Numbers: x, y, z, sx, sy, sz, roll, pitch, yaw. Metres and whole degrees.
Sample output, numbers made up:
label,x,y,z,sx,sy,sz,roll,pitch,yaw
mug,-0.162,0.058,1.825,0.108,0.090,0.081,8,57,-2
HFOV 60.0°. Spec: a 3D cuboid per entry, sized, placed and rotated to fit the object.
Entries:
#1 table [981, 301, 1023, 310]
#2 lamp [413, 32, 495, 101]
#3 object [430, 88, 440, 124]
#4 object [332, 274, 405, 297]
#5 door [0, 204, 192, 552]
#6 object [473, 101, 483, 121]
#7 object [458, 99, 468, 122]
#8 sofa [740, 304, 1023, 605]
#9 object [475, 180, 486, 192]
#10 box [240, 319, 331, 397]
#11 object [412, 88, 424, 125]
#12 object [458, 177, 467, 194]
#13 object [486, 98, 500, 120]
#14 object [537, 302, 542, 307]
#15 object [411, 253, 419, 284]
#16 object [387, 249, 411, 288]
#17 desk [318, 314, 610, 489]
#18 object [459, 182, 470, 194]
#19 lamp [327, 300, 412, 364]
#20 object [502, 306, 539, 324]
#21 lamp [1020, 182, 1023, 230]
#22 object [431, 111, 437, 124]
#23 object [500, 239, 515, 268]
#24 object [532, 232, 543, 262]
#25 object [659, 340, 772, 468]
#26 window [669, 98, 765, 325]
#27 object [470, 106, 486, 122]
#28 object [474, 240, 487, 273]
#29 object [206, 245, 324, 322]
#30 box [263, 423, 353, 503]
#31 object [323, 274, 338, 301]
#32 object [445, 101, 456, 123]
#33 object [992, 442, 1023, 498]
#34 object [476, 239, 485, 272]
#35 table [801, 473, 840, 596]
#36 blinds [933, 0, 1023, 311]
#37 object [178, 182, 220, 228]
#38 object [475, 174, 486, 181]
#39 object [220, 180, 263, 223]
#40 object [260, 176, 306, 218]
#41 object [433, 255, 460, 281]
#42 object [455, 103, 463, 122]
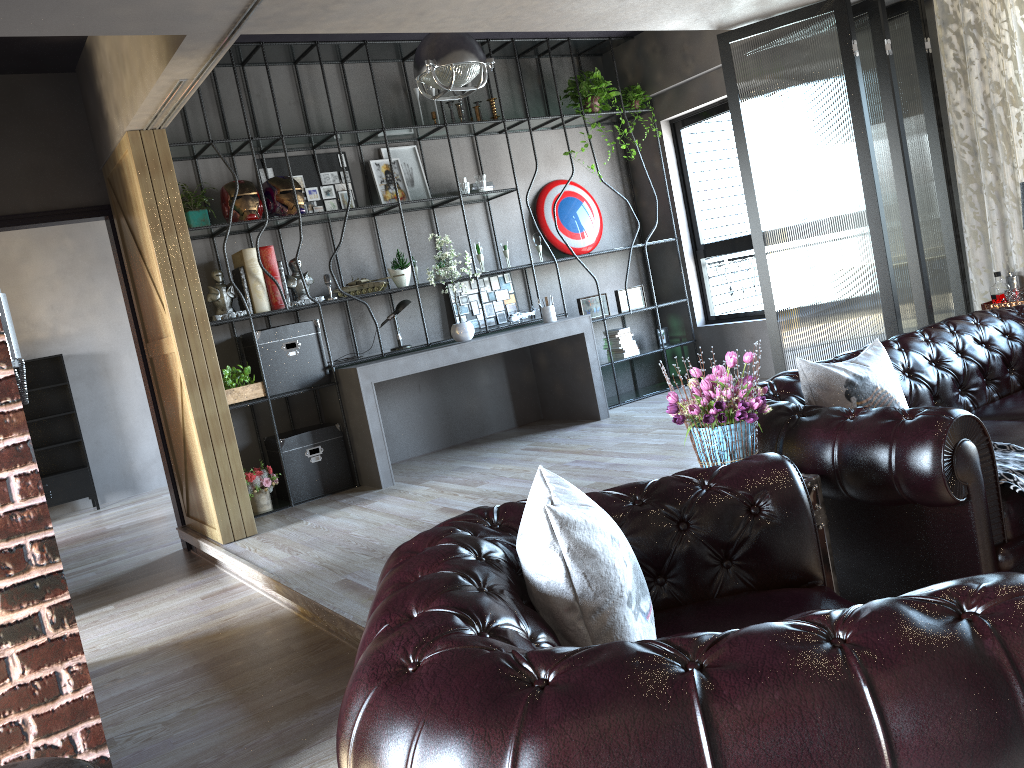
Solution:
label,x,y,z,sx,sy,sz,roll,pitch,yaw
table,3.400,-0.195,5.448,0.439,0.731,0.803,-15,7,-36
lamp,-0.508,-2.434,5.723,0.515,1.147,0.535,-8,6,35
object,-0.634,-2.297,7.413,0.128,0.390,0.128,-10,5,17
object,-1.120,-0.790,6.929,0.577,0.170,0.207,-11,5,3
door,-3.311,0.102,6.544,1.152,2.541,1.128,-15,6,-32
object,-0.274,-2.305,7.574,0.084,0.232,0.084,-7,7,39
object,-0.411,-2.259,7.341,0.100,0.243,0.100,-13,6,-23
sofa,2.015,0.200,3.796,2.570,0.837,1.239,-15,7,-33
object,-0.250,-1.629,7.338,0.092,0.099,0.093,-10,6,15
box,-1.673,-0.194,6.554,0.489,0.480,0.373,-15,6,-32
object,-0.764,-2.271,7.413,0.128,0.390,0.128,-9,6,26
object,-0.405,-1.629,7.363,0.087,0.155,0.087,-13,6,-19
object,-0.154,-2.325,7.535,0.130,0.232,0.130,-8,6,35
object,0.275,-0.609,7.373,0.137,0.190,0.009,-14,6,-29
object,-0.799,-0.945,7.293,0.113,0.273,0.113,-9,6,24
object,-0.882,-0.916,7.015,0.193,0.304,0.137,-11,5,2
desk,-0.362,0.093,7.188,2.133,0.884,0.844,-15,6,-32
object,-0.384,-1.594,7.252,0.092,0.099,0.093,-11,5,5
lamp,-1.118,-0.416,6.947,0.740,0.370,0.205,-12,5,-8
object,0.061,-0.596,7.697,0.379,0.111,0.352,-11,6,1
lamp,3.021,-0.727,4.875,0.334,0.831,0.333,-14,6,-29
object,-0.626,-2.142,7.196,0.135,0.129,0.135,-8,6,31
object,-0.049,-1.105,7.526,0.113,0.246,0.113,-13,5,-13
object,0.237,-1.210,7.863,0.113,0.270,0.113,-16,7,-43
object,0.693,0.117,2.954,0.349,0.483,0.352,-11,5,-1
window,2.144,-1.546,7.734,0.108,1.958,1.694,-14,6,-32
object,-0.285,-2.247,7.432,0.189,0.152,0.190,-12,6,-9
object,-0.270,-1.056,7.338,0.113,0.274,0.113,-14,6,-28
object,-1.840,-0.747,6.464,0.834,0.465,0.289,-15,6,-32
box,-1.520,0.573,6.622,0.489,0.480,0.373,-15,6,-32
object,-1.368,-0.726,6.634,0.093,0.200,0.093,-15,6,-37
object,-0.497,-2.239,7.371,0.084,0.232,0.084,-12,5,-5
object,1.818,0.527,2.676,0.562,0.568,1.700,-12,6,-12
object,-0.274,-1.106,7.692,0.113,0.301,0.113,-13,5,-13
table,0.805,0.640,3.005,0.418,0.608,0.405,-15,6,-32
blinds,3.942,-1.387,4.602,0.200,2.971,3.409,-14,6,-32
object,-2.233,-1.235,6.216,0.295,0.339,0.325,-10,6,14
object,-0.265,-1.750,7.596,0.103,0.068,0.103,-16,7,-39
object,-1.943,-1.309,6.387,0.280,0.327,0.399,-14,6,-27
object,-1.681,-1.378,6.556,0.281,0.327,0.399,-16,7,-42
object,-0.551,-0.959,7.251,0.235,0.212,0.235,-10,6,13
object,-0.436,-2.264,7.526,0.080,0.225,0.080,-8,6,31
